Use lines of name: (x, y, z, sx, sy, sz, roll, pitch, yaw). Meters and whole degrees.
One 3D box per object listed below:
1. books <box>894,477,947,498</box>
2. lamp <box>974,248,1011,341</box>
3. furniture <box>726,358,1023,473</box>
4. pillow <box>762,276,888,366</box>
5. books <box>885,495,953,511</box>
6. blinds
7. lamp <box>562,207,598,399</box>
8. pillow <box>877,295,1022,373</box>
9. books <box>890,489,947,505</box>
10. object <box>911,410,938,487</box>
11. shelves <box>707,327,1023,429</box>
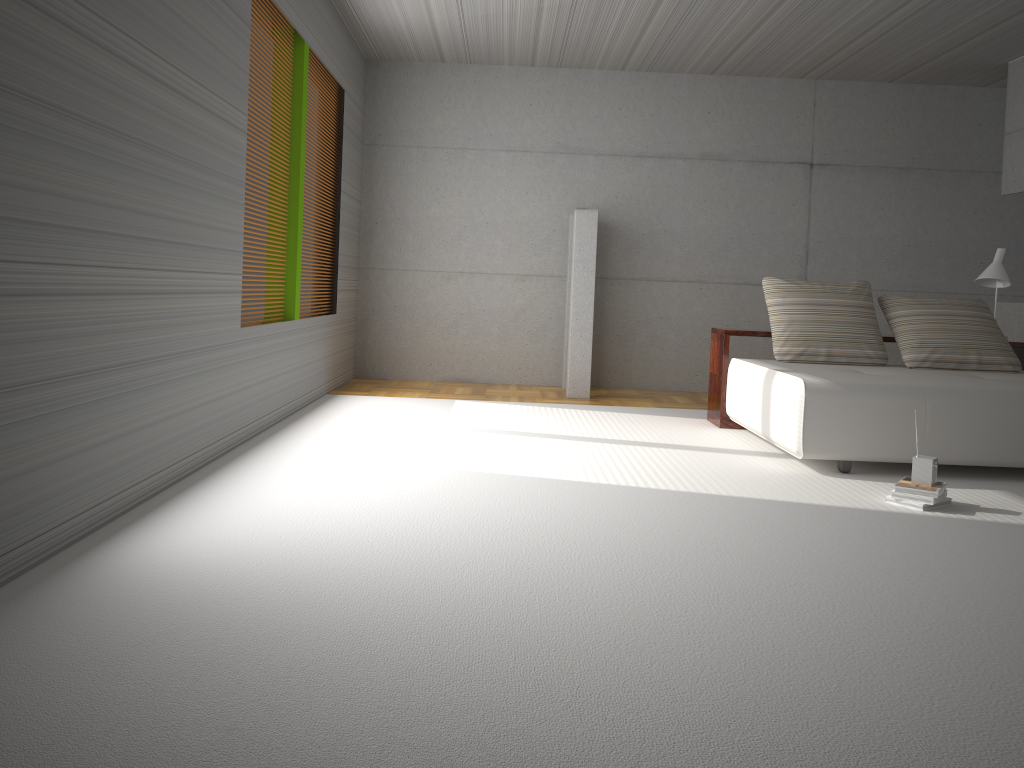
books: (1.959, 0.494, 4.236, 0.189, 0.032, 0.265, 6, 7, 33)
lamp: (3.637, -0.677, 6.638, 0.323, 0.698, 0.245, 2, 2, -19)
furniture: (2.634, 0.193, 5.626, 2.168, 0.520, 1.620, 2, 6, -1)
pillow: (2.228, -0.450, 6.299, 0.801, 0.608, 0.492, 2, 3, -1)
books: (1.949, 0.558, 4.236, 0.264, 0.032, 0.190, -2, 7, -36)
blinds: (-1.553, -1.359, 6.143, 0.012, 2.038, 3.548, 2, 5, -1)
lamp: (0.625, -0.756, 8.226, 0.200, 1.687, 0.800, 2, 2, -1)
pillow: (3.081, -0.359, 6.257, 0.807, 0.516, 0.580, 2, 4, 0)
books: (1.950, 0.526, 4.235, 0.190, 0.032, 0.265, 7, 8, 38)
object: (1.948, 0.300, 4.188, 0.090, 0.365, 0.185, 4, 3, 40)
shelves: (2.644, -0.010, 6.618, 2.250, 0.714, 0.401, 2, 3, -1)
